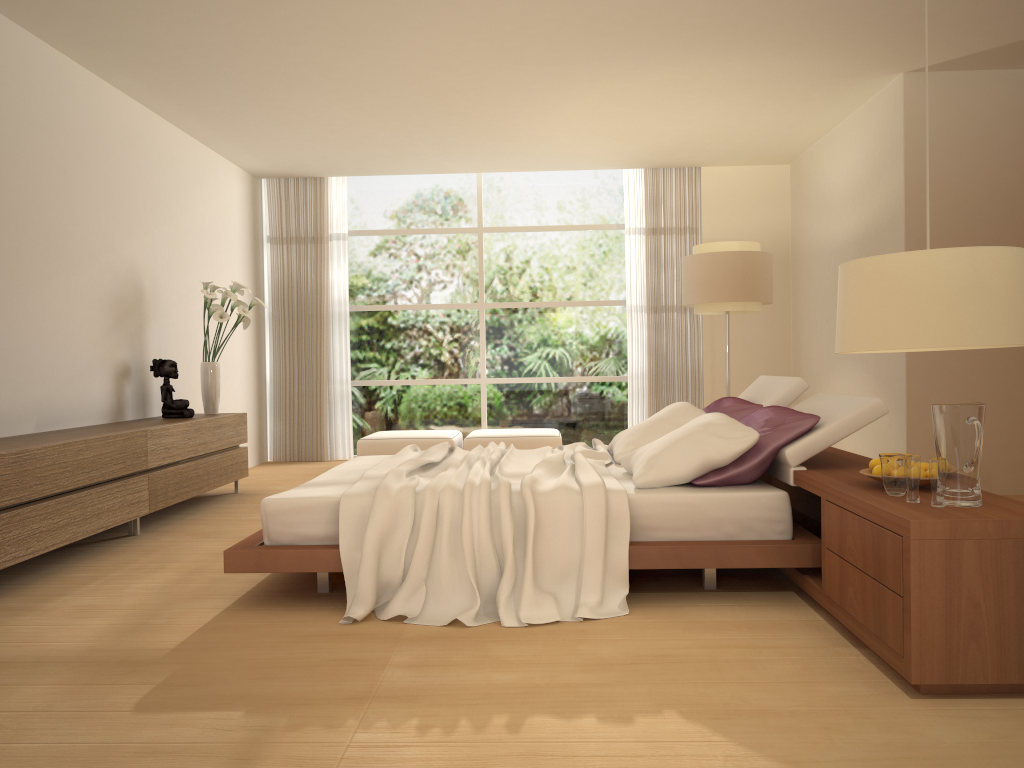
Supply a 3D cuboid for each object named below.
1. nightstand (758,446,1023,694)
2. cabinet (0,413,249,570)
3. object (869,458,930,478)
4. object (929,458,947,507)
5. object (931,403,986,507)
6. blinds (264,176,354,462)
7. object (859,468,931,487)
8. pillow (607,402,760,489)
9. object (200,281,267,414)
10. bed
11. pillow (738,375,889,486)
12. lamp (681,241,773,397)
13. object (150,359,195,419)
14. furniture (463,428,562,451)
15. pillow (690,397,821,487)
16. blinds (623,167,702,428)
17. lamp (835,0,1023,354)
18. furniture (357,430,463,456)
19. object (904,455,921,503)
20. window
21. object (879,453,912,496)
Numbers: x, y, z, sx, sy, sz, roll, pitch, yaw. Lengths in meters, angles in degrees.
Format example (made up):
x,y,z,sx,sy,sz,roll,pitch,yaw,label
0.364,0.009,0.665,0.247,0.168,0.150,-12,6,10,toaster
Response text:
x,y,z,sx,sy,sz,roll,pitch,yaw,label
1.499,0.620,4.719,0.493,0.539,4.220,-1,1,2,nightstand
-2.560,0.616,5.541,0.588,0.662,3.713,-1,1,2,cabinet
1.468,0.327,3.316,0.230,0.084,0.259,-2,1,-28,object
1.364,0.315,2.840,0.052,0.154,0.052,-1,1,20,object
1.453,0.226,2.866,0.159,0.328,0.227,-2,1,-29,object
-2.249,-0.826,9.742,0.950,3.352,0.211,-1,1,1,blinds
1.474,0.355,3.300,0.337,0.053,0.337,-1,1,16,object
0.836,0.292,4.723,0.561,0.339,1.720,-1,1,2,pillow
-2.296,-0.301,7.159,0.515,1.085,0.608,-2,2,-40,object
0.081,0.631,4.717,2.535,0.570,2.599,-1,1,2,bed
1.434,0.194,4.715,0.461,0.457,1.779,-1,1,1,pillow
1.880,-0.192,7.718,0.817,2.018,0.817,-2,2,-45,lamp
-2.552,0.033,6.682,0.282,0.453,0.181,-1,1,2,object
0.022,0.650,8.979,0.965,0.346,0.964,-1,1,2,furniture
1.107,0.273,4.719,0.575,0.369,1.683,-1,1,2,pillow
1.628,-0.895,9.545,0.814,3.351,0.202,-1,1,1,blinds
1.007,-1.277,2.143,0.451,2.399,0.451,-1,1,0,lamp
-1.013,0.669,9.018,0.965,0.346,0.964,-1,1,2,furniture
1.324,0.314,2.930,0.052,0.154,0.052,-1,1,20,object
-0.338,-0.875,9.927,4.781,3.371,0.071,-1,1,2,window
1.335,0.316,3.085,0.110,0.141,0.110,0,2,44,object
